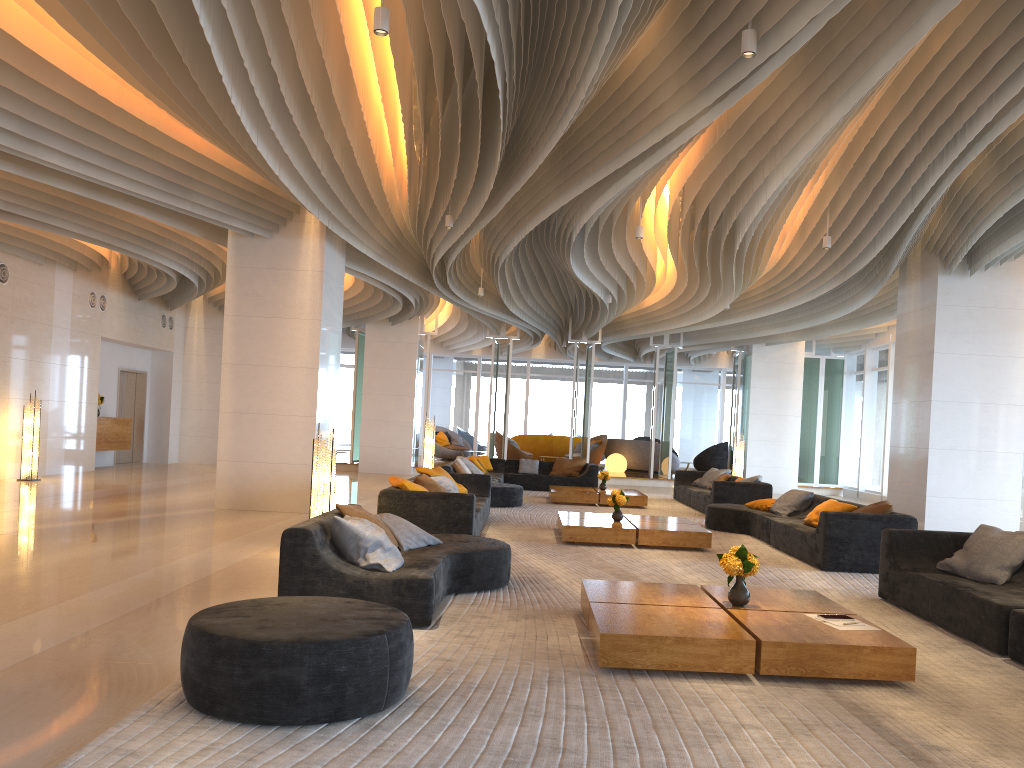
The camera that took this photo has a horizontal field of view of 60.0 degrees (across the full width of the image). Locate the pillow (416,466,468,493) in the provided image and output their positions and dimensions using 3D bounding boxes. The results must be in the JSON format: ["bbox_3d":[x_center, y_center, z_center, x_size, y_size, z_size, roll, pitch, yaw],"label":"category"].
[{"bbox_3d":[-0.891,1.269,11.524,0.540,0.377,0.647,2,-2,22],"label":"pillow"}]

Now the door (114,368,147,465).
[{"bbox_3d":[-8.582,0.728,19.717,0.246,2.100,1.405,3,-1,1],"label":"door"}]

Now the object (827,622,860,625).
[{"bbox_3d":[1.877,1.341,4.981,0.183,0.014,0.104,4,-3,-19],"label":"object"}]

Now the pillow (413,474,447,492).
[{"bbox_3d":[-0.858,1.194,9.585,0.443,0.409,0.602,3,-2,2],"label":"pillow"}]

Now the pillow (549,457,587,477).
[{"bbox_3d":[1.151,1.710,18.203,0.630,0.377,0.555,2,-2,22],"label":"pillow"}]

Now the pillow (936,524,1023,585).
[{"bbox_3d":[3.554,1.250,6.579,0.554,0.377,0.631,4,-2,-22],"label":"pillow"}]

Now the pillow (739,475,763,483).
[{"bbox_3d":[3.705,1.639,14.174,0.540,0.377,0.647,2,-2,22],"label":"pillow"}]

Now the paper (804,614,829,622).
[{"bbox_3d":[1.855,1.355,5.135,0.264,0.001,0.196,3,-3,-9],"label":"paper"}]

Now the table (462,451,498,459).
[{"bbox_3d":[-0.910,2.123,25.742,1.075,0.318,0.822,3,-2,7],"label":"table"}]

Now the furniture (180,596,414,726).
[{"bbox_3d":[-0.931,1.189,3.913,0.977,0.364,0.990,3,-3,10],"label":"furniture"}]

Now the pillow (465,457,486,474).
[{"bbox_3d":[-0.713,1.536,16.596,0.330,0.335,0.415,4,-2,-34],"label":"pillow"}]

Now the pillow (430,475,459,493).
[{"bbox_3d":[-0.839,1.286,10.626,0.420,0.377,0.588,3,-2,3],"label":"pillow"}]

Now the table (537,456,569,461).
[{"bbox_3d":[1.126,2.149,24.165,0.827,0.318,1.069,4,-3,-18],"label":"table"}]

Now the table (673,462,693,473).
[{"bbox_3d":[4.764,2.408,25.576,1.097,0.318,0.806,4,-3,-28],"label":"table"}]

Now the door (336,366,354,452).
[{"bbox_3d":[-5.080,0.817,28.665,1.459,2.771,0.060,3,0,-1],"label":"door"}]

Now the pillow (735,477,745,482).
[{"bbox_3d":[3.698,1.693,14.688,0.321,0.312,0.408,3,-2,3],"label":"pillow"}]

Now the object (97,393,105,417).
[{"bbox_3d":[-8.195,0.403,17.525,0.268,0.497,0.234,3,0,-13],"label":"object"}]

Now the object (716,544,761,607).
[{"bbox_3d":[1.368,1.154,5.374,0.265,0.377,0.236,3,-1,2],"label":"object"}]

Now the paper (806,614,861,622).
[{"bbox_3d":[1.859,1.355,5.131,0.258,0.001,0.185,3,-3,-8],"label":"paper"}]

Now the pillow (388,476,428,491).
[{"bbox_3d":[-0.942,1.137,8.941,0.554,0.377,0.631,4,-2,-22],"label":"pillow"}]

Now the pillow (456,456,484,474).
[{"bbox_3d":[-0.764,1.524,16.258,0.548,0.377,0.650,3,-2,-4],"label":"pillow"}]

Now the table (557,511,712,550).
[{"bbox_3d":[1.352,1.698,10.277,1.601,0.220,1.602,3,-3,0],"label":"table"}]

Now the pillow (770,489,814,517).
[{"bbox_3d":[3.562,1.550,11.350,0.461,0.416,0.665,3,-2,1],"label":"pillow"}]

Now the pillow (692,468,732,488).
[{"bbox_3d":[3.757,1.772,16.757,0.554,0.377,0.631,4,-2,-22],"label":"pillow"}]

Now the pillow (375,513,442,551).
[{"bbox_3d":[-0.831,1.102,6.670,0.463,0.246,0.436,1,-3,35],"label":"pillow"}]

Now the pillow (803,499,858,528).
[{"bbox_3d":[3.535,1.496,9.931,0.450,0.394,0.637,3,-2,0],"label":"pillow"}]

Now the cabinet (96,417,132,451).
[{"bbox_3d":[-8.302,0.996,17.899,0.559,0.661,1.511,3,-2,1],"label":"cabinet"}]

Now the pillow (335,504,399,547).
[{"bbox_3d":[-1.013,1.037,6.325,0.396,0.391,0.606,3,-2,3],"label":"pillow"}]

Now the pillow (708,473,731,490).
[{"bbox_3d":[3.722,1.756,15.915,0.322,0.312,0.407,3,-2,-2],"label":"pillow"}]

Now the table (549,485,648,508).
[{"bbox_3d":[1.455,1.962,15.435,1.601,0.220,1.602,3,-3,0],"label":"table"}]

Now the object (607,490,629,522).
[{"bbox_3d":[1.211,1.387,10.174,0.233,0.377,0.269,3,-1,22],"label":"object"}]

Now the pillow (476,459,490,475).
[{"bbox_3d":[-0.641,1.576,16.754,0.336,0.319,0.405,4,-2,-31],"label":"pillow"}]

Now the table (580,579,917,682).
[{"bbox_3d":[1.253,1.442,5.261,1.601,0.220,1.602,3,-3,0],"label":"table"}]

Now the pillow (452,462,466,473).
[{"bbox_3d":[-0.818,1.437,14.451,0.328,0.311,0.424,3,-2,2],"label":"pillow"}]

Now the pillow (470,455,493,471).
[{"bbox_3d":[-0.630,1.621,18.153,0.415,0.316,0.336,4,-2,-28],"label":"pillow"}]

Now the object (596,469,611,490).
[{"bbox_3d":[1.613,1.679,15.584,0.232,0.377,0.270,3,-1,32],"label":"object"}]

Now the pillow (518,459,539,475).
[{"bbox_3d":[0.344,1.695,18.175,0.407,0.312,0.322,3,-1,2],"label":"pillow"}]

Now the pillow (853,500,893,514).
[{"bbox_3d":[3.604,1.378,9.079,0.540,0.377,0.647,2,-2,22],"label":"pillow"}]

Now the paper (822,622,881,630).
[{"bbox_3d":[1.886,1.346,4.928,0.259,0.001,0.184,4,-3,-13],"label":"paper"}]

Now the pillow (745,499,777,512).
[{"bbox_3d":[3.463,1.627,11.870,0.597,0.192,0.441,5,-3,-35],"label":"pillow"}]

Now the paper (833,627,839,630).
[{"bbox_3d":[1.886,1.346,4.928,0.262,0.001,0.189,4,-3,-13],"label":"paper"}]
